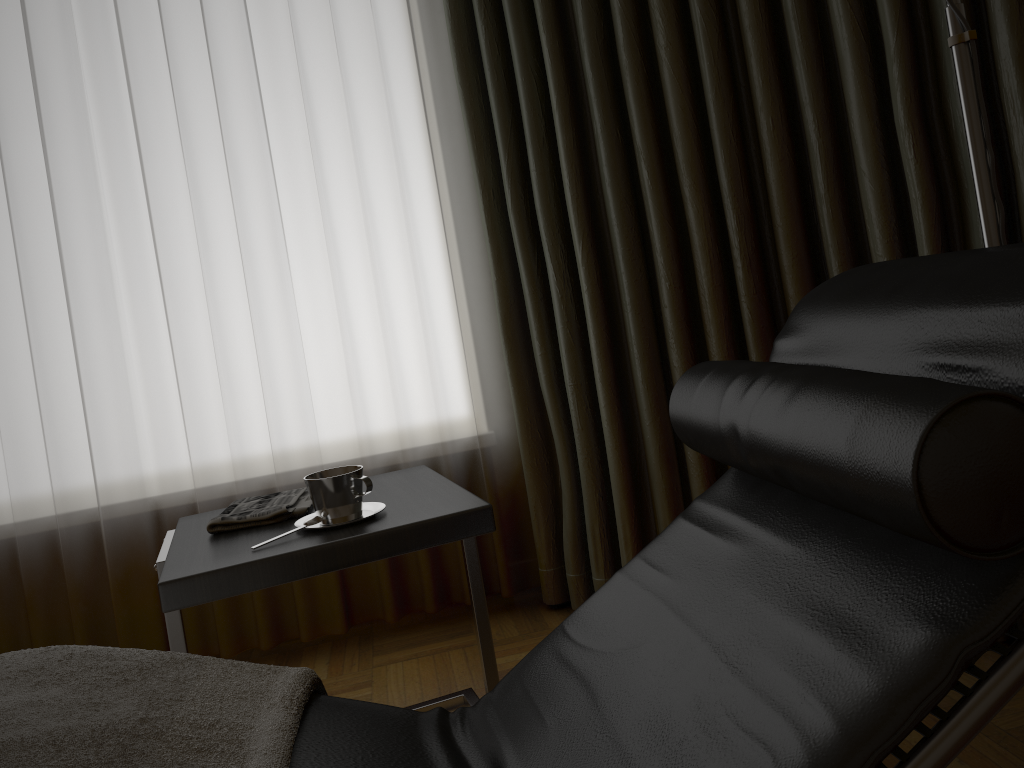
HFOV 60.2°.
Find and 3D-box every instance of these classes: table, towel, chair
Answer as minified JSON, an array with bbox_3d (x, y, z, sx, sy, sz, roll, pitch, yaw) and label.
[{"bbox_3d":[-0.339,0.248,1.562,0.501,0.045,0.517,-11,5,-17],"label":"table"},{"bbox_3d":[-0.451,0.229,1.623,0.179,0.035,0.241,-10,5,-5],"label":"towel"},{"bbox_3d":[-0.129,0.372,0.865,1.792,0.797,0.635,-10,2,-9],"label":"chair"}]

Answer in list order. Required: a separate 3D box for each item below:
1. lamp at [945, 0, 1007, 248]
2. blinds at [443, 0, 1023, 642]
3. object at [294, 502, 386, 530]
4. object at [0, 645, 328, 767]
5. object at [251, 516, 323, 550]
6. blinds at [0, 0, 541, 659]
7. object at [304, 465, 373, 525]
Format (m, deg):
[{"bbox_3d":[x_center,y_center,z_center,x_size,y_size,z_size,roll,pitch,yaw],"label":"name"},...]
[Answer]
[{"bbox_3d":[0.044,-0.216,0.989,1.416,1.966,0.451,-10,0,-5],"label":"lamp"},{"bbox_3d":[0.489,-0.683,1.969,1.522,2.451,0.226,-8,1,36],"label":"blinds"},{"bbox_3d":[-0.283,0.220,1.459,0.150,0.009,0.150,-10,5,-3],"label":"object"},{"bbox_3d":[-0.622,0.610,0.798,0.910,0.520,0.918,-10,4,-8],"label":"object"},{"bbox_3d":[-0.353,0.231,1.386,0.124,0.019,0.029,-13,5,-40],"label":"object"},{"bbox_3d":[-1.135,-0.379,2.283,2.200,2.290,0.092,-10,0,-9],"label":"blinds"},{"bbox_3d":[-0.282,0.183,1.460,0.111,0.078,0.098,-10,3,-7],"label":"object"}]
